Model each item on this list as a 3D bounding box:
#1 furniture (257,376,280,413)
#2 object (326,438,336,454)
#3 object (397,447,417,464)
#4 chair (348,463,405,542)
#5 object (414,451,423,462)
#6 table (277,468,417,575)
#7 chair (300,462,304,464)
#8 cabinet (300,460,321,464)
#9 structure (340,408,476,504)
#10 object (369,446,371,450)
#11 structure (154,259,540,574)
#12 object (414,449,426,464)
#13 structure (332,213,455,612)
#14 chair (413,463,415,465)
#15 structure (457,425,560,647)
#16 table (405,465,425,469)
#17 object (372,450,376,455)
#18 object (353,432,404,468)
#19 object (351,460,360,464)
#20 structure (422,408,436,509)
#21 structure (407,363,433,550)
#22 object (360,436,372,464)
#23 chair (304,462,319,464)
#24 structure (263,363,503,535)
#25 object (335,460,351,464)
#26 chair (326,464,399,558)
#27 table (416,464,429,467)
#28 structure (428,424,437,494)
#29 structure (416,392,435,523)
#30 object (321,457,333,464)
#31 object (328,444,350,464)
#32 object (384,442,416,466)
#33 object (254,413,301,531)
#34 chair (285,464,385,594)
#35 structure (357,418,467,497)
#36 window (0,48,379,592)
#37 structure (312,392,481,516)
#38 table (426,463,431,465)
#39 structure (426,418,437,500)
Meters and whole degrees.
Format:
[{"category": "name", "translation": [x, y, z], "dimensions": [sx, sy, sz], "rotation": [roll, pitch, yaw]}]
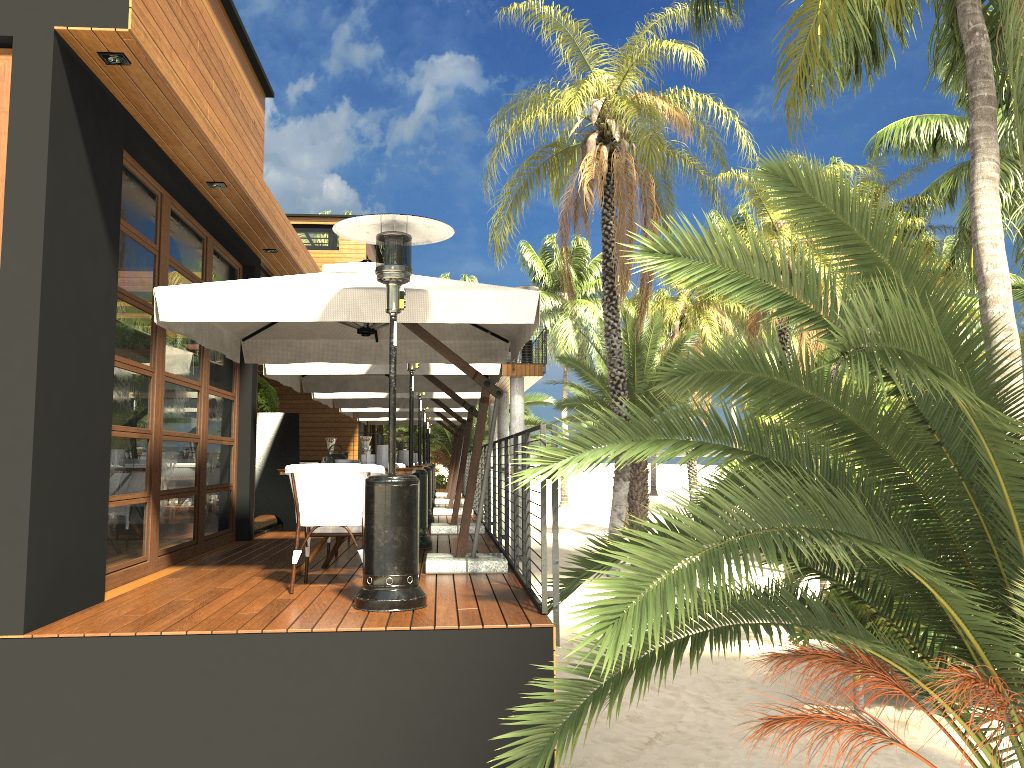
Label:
[{"category": "furniture", "translation": [-5.872, 0.962, 17.082], "dimensions": [2.616, 2.728, 2.690], "rotation": [1, -6, -14]}, {"category": "object", "translation": [-1.381, 0.526, 6.759], "dimensions": [0.082, 0.227, 0.082], "rotation": [0, -6, -4]}, {"category": "object", "translation": [-1.535, 1.074, 13.303], "dimensions": [0.263, 0.264, 0.263], "rotation": [-5, -7, 40]}, {"category": "chair", "translation": [-1.410, 1.198, 9.057], "dimensions": [0.627, 0.790, 0.615], "rotation": [0, -6, -4]}, {"category": "object", "translation": [-2.078, 1.656, 20.028], "dimensions": [0.263, 0.264, 0.263], "rotation": [-5, -7, 40]}, {"category": "table", "translation": [-1.174, 0.995, 6.497], "dimensions": [0.931, 0.751, 0.930], "rotation": [0, -5, -5]}, {"category": "chair", "translation": [-4.746, 2.051, 18.770], "dimensions": [0.616, 0.790, 0.627], "rotation": [-5, -7, 41]}, {"category": "cabinet", "translation": [-5.109, 2.291, 21.774], "dimensions": [1.611, 0.839, 0.556], "rotation": [0, -6, -5]}, {"category": "structure", "translation": [-1.916, 1.085, 16.694], "dimensions": [2.413, 2.337, 2.409], "rotation": [0, -5, -5]}, {"category": "object", "translation": [-1.654, 0.818, 10.141], "dimensions": [0.082, 0.227, 0.082], "rotation": [0, -6, -4]}, {"category": "structure", "translation": [-1.105, 0.217, 6.652], "dimensions": [2.413, 2.337, 2.409], "rotation": [0, -5, -5]}, {"category": "object", "translation": [-1.804, 1.363, 16.643], "dimensions": [0.263, 0.264, 0.263], "rotation": [-5, -7, 40]}, {"category": "structure", "translation": [-0.680, 0.140, 5.040], "dimensions": [0.699, 2.196, 0.698], "rotation": [1, -6, -17]}, {"category": "chair", "translation": [-1.685, 1.492, 12.458], "dimensions": [0.627, 0.790, 0.615], "rotation": [0, -6, -4]}, {"category": "structure", "translation": [-0.887, 1.915, 17.674], "dimensions": [0.163, 1.155, 26.219], "rotation": [0, -5, -5]}, {"category": "table", "translation": [-1.445, 1.286, 9.854], "dimensions": [0.931, 0.751, 0.930], "rotation": [0, -5, -5]}, {"category": "object", "translation": [-1.562, 0.826, 9.924], "dimensions": [0.168, 0.179, 0.162], "rotation": [0, -6, -6]}, {"category": "object", "translation": [-0.991, 0.492, 6.572], "dimensions": [0.263, 0.264, 0.263], "rotation": [-5, -7, 40]}, {"category": "object", "translation": [-1.212, 0.606, 6.721], "dimensions": [0.116, 0.065, 0.116], "rotation": [0, -5, -1]}, {"category": "structure", "translation": [-1.483, 1.000, 14.988], "dimensions": [0.699, 2.196, 0.698], "rotation": [1, -6, -17]}, {"category": "structure", "translation": [-0.944, 0.424, 8.318], "dimensions": [0.699, 2.196, 0.698], "rotation": [1, -6, -17]}, {"category": "object", "translation": [-1.042, 0.486, 6.320], "dimensions": [0.082, 0.227, 0.082], "rotation": [0, -6, -4]}, {"category": "chair", "translation": [-4.703, 2.152, 19.942], "dimensions": [0.627, 0.790, 0.616], "rotation": [-5, -7, 41]}, {"category": "structure", "translation": [-1.375, 0.506, 9.999], "dimensions": [2.413, 2.337, 2.409], "rotation": [0, -5, -5]}, {"category": "object", "translation": [-1.209, 0.573, 6.341], "dimensions": [0.116, 0.065, 0.116], "rotation": [0, -5, -1]}, {"category": "chair", "translation": [-1.241, 1.044, 7.273], "dimensions": [0.627, 0.790, 0.615], "rotation": [0, -6, -4]}, {"category": "table", "translation": [-1.716, 1.576, 13.211], "dimensions": [0.931, 0.751, 0.930], "rotation": [0, -5, -5]}, {"category": "structure", "translation": [-2.018, 1.573, 21.617], "dimensions": [0.699, 2.196, 0.698], "rotation": [1, -6, -17]}, {"category": "structure", "translation": [-1.216, 0.715, 11.687], "dimensions": [0.699, 2.196, 0.698], "rotation": [1, -6, -17]}, {"category": "object", "translation": [-1.318, 0.561, 6.317], "dimensions": [0.086, 0.086, 0.086], "rotation": [0, -5, 0]}, {"category": "object", "translation": [-1.289, 0.533, 6.543], "dimensions": [0.168, 0.179, 0.162], "rotation": [0, -6, -6]}, {"category": "object", "translation": [-1.264, 0.785, 9.953], "dimensions": [0.263, 0.264, 0.263], "rotation": [-5, -7, 40]}, {"category": "object", "translation": [-2.972, 1.041, 10.680], "dimensions": [0.768, 1.400, 0.770], "rotation": [2, -6, -20]}, {"category": "chair", "translation": [-1.138, 0.907, 5.684], "dimensions": [0.627, 0.790, 0.615], "rotation": [0, -6, -4]}, {"category": "structure", "translation": [-2.186, 1.374, 20.042], "dimensions": [2.413, 2.337, 2.409], "rotation": [0, -5, -5]}, {"category": "window", "translation": [-8.900, -6.166, 23.373], "dimensions": [14.483, 17.997, 38.359], "rotation": [3, -6, -27]}, {"category": "structure", "translation": [-1.645, 0.795, 13.347], "dimensions": [2.413, 2.337, 2.409], "rotation": [0, -5, -5]}, {"category": "table", "translation": [-1.987, 1.866, 16.568], "dimensions": [0.931, 0.751, 0.930], "rotation": [0, -5, -5]}, {"category": "structure", "translation": [-1.750, 1.286, 18.299], "dimensions": [0.699, 2.196, 0.698], "rotation": [1, -6, -17]}]
